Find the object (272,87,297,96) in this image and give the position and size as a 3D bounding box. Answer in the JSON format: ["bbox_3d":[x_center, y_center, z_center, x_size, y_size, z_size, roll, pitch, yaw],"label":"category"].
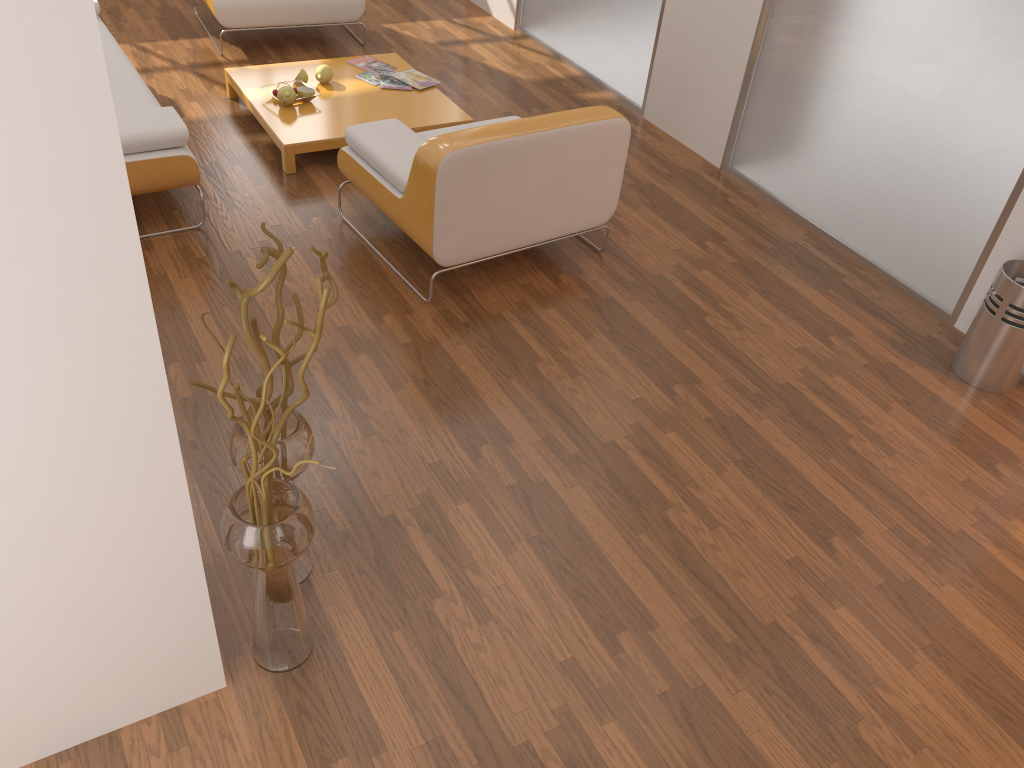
[{"bbox_3d":[-1.154,-1.488,4.534,0.134,0.037,0.061,-10,42,-20],"label":"object"}]

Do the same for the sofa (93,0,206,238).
[{"bbox_3d":[-2.128,-1.399,4.037,0.825,0.661,2.010,-17,45,-27],"label":"sofa"}]

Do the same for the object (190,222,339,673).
[{"bbox_3d":[-0.514,0.225,1.933,0.284,1.112,0.655,-1,40,-10],"label":"object"}]

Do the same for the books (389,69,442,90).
[{"bbox_3d":[-0.530,-1.682,4.891,0.249,0.004,0.171,34,46,30],"label":"books"}]

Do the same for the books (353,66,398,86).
[{"bbox_3d":[-0.732,-1.703,4.899,0.171,0.004,0.249,28,43,24],"label":"books"}]

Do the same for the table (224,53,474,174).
[{"bbox_3d":[-0.881,-1.473,4.719,1.000,0.150,1.000,-16,44,-26],"label":"table"}]

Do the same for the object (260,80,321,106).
[{"bbox_3d":[-1.129,-1.474,4.525,0.227,0.048,0.227,-25,49,-33],"label":"object"}]

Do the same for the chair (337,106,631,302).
[{"bbox_3d":[-0.143,-0.918,3.742,0.923,0.661,0.825,-20,46,-29],"label":"chair"}]

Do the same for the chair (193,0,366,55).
[{"bbox_3d":[-1.484,-2.541,5.531,0.923,0.661,0.825,-13,43,-23],"label":"chair"}]

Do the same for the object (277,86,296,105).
[{"bbox_3d":[-1.129,-1.448,4.449,0.101,0.095,0.102,24,42,20],"label":"object"}]

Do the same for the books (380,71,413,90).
[{"bbox_3d":[-0.634,-1.664,4.860,0.171,0.004,0.249,0,40,-9],"label":"books"}]

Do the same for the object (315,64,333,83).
[{"bbox_3d":[-1.002,-1.655,4.731,0.105,0.091,0.103,-20,46,-30],"label":"object"}]

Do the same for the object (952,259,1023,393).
[{"bbox_3d":[1.885,-0.216,3.358,0.248,0.450,0.248,13,39,8],"label":"object"}]

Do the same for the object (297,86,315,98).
[{"bbox_3d":[-1.051,-1.479,4.531,0.092,0.065,0.091,19,40,14],"label":"object"}]

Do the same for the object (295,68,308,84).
[{"bbox_3d":[-1.115,-1.620,4.675,0.080,0.087,0.094,3,39,-5],"label":"object"}]

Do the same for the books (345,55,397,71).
[{"bbox_3d":[-0.799,-1.807,5.017,0.249,0.004,0.171,32,45,28],"label":"books"}]
